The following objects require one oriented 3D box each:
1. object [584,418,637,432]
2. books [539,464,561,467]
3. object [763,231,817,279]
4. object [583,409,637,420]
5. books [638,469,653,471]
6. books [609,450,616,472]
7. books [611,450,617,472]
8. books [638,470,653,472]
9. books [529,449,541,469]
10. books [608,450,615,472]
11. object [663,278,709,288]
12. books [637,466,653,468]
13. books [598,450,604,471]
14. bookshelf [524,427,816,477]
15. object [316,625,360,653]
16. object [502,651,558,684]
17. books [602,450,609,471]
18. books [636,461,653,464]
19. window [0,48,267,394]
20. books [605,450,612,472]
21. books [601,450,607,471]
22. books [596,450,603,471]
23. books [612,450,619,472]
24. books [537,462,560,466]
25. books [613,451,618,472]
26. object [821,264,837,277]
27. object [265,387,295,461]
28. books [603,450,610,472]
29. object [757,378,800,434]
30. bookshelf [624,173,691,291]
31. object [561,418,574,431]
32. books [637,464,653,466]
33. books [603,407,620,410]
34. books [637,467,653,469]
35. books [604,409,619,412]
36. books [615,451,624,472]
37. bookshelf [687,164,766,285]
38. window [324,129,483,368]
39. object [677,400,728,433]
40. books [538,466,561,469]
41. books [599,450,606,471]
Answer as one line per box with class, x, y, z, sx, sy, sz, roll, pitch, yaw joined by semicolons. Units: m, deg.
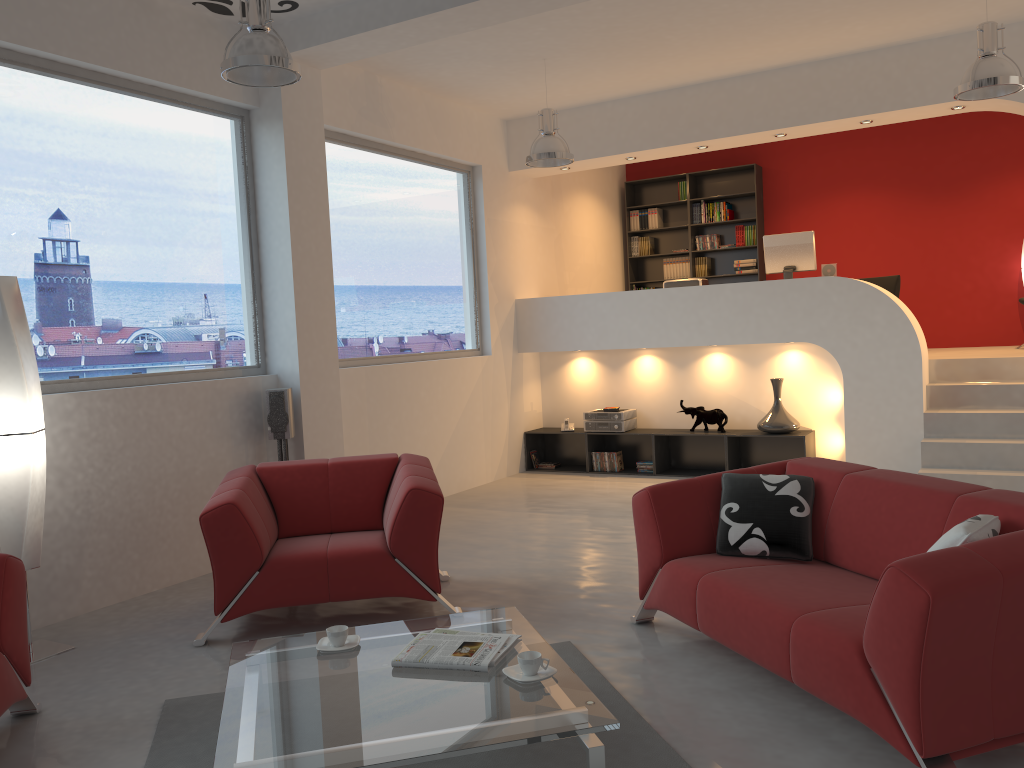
object;0.964;0.399;8.712;0.430;0.100;0.365;-1;4;30
books;0.388;0.831;9.064;0.190;0.015;0.135;-1;4;30
object;2.553;-1.154;8.137;0.458;0.452;0.230;-1;4;30
object;0.963;0.301;8.714;0.430;0.077;0.349;-1;4;30
books;1.322;0.814;8.516;0.190;0.015;0.135;-1;4;30
books;0.992;0.751;8.645;0.031;0.190;0.135;-1;4;30
books;1.005;0.751;8.638;0.031;0.190;0.135;-1;4;30
books;1.318;0.829;8.520;0.190;0.015;0.135;-1;4;25
books;0.241;0.770;9.087;0.063;0.187;0.135;-1;4;30
books;0.980;0.751;8.653;0.031;0.190;0.135;-1;4;30
object;1.746;-0.919;8.723;0.397;0.217;0.458;-1;4;30
books;1.317;0.784;8.517;0.190;0.015;0.135;-1;4;30
books;0.889;0.753;8.706;0.031;0.190;0.135;-1;4;30
bookshelf;1.427;0.648;8.466;2.764;0.397;0.405;-1;4;30
object;-0.630;0.921;3.215;0.153;0.069;0.153;-3;3;-3
object;0.057;0.907;2.855;0.153;0.069;0.153;-5;4;-33
books;0.928;0.752;8.683;0.031;0.190;0.135;-1;4;30
books;1.304;0.755;8.522;0.190;0.015;0.135;-1;4;25
window;-2.384;-0.871;5.061;0.100;1.800;2.400;-1;4;30
books;0.954;0.752;8.668;0.031;0.190;0.135;-1;4;30
books;0.915;0.752;8.691;0.031;0.190;0.135;-1;4;30
books;0.876;0.753;8.714;0.031;0.190;0.135;-1;4;30
books;1.018;0.750;8.630;0.031;0.190;0.135;-1;4;30
books;0.374;0.816;9.072;0.190;0.015;0.135;-1;4;30
books;1.031;0.750;8.623;0.031;0.190;0.135;-1;4;30
object;2.870;-1.011;8.022;0.133;0.147;0.151;-2;3;14
object;-1.509;0.586;5.881;0.214;1.112;0.229;-3;3;-5
books;0.941;0.752;8.676;0.031;0.190;0.135;-1;4;30
object;2.362;0.193;7.880;0.369;0.481;0.369;-3;3;-4
bookshelf;1.885;-1.434;11.044;0.816;2.213;0.305;-1;4;30
object;0.557;0.403;8.860;0.130;0.117;0.146;-3;3;6
books;1.309;0.770;8.512;0.190;0.015;0.135;-1;4;30
books;0.973;0.241;8.676;0.135;0.015;0.190;-2;3;15
books;1.313;0.799;8.520;0.190;0.015;0.135;-1;4;35
books;0.972;0.257;8.667;0.135;0.015;0.190;-2;3;10
books;1.044;0.750;8.615;0.031;0.190;0.135;-1;4;30
bookshelf;2.589;-1.447;10.631;0.816;2.213;0.305;-1;4;30
window;-0.973;-1.080;7.471;0.100;1.800;2.400;-1;4;30
object;1.780;0.295;8.258;0.191;0.296;0.507;-6;4;-44
books;0.385;0.846;9.068;0.190;0.015;0.135;-1;4;30
books;0.902;0.752;8.699;0.031;0.190;0.135;-1;4;30
